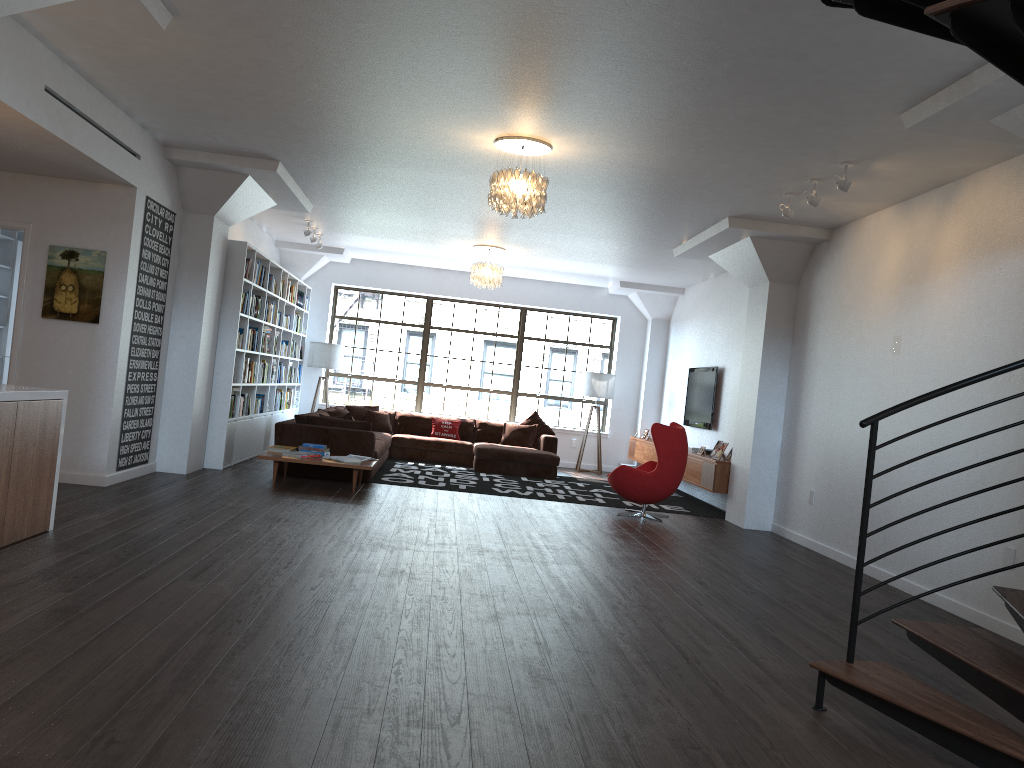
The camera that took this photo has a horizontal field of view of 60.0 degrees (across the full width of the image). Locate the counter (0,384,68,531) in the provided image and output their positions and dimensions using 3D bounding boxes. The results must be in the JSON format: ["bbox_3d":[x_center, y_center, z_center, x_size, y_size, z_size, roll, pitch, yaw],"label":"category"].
[{"bbox_3d":[-2.016,0.519,1.567,3.039,0.860,8.182,6,-1,-34],"label":"counter"}]

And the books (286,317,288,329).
[{"bbox_3d":[-3.190,-0.852,12.331,0.128,0.178,0.021,6,0,-4],"label":"books"}]

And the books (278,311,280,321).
[{"bbox_3d":[-3.148,-0.863,11.730,0.146,0.202,0.027,6,0,-4],"label":"books"}]

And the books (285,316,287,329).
[{"bbox_3d":[-3.192,-0.852,12.279,0.128,0.178,0.022,6,0,-4],"label":"books"}]

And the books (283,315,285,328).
[{"bbox_3d":[-3.167,-0.858,12.048,0.139,0.191,0.036,6,0,-4],"label":"books"}]

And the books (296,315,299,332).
[{"bbox_3d":[-3.236,-0.889,13.044,0.183,0.253,0.034,6,0,-5],"label":"books"}]

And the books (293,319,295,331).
[{"bbox_3d":[-3.214,-0.873,12.767,0.161,0.223,0.026,6,0,-5],"label":"books"}]

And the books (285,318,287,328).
[{"bbox_3d":[-3.176,-0.838,12.243,0.110,0.153,0.019,6,0,-4],"label":"books"}]

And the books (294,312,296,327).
[{"bbox_3d":[-3.222,-0.908,12.806,0.176,0.290,0.053,6,0,-5],"label":"books"}]

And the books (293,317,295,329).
[{"bbox_3d":[-3.213,-0.887,12.742,0.160,0.250,0.026,6,0,-5],"label":"books"}]

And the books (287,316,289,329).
[{"bbox_3d":[-3.199,-0.861,12.406,0.136,0.196,0.045,6,0,-4],"label":"books"}]

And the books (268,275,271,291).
[{"bbox_3d":[-3.031,-1.232,10.821,0.146,0.202,0.027,6,0,-4],"label":"books"}]

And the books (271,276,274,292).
[{"bbox_3d":[-3.059,-1.246,11.035,0.158,0.226,0.052,6,0,-4],"label":"books"}]

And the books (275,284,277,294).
[{"bbox_3d":[-3.067,-1.207,11.330,0.110,0.153,0.019,6,0,-4],"label":"books"}]

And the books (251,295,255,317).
[{"bbox_3d":[-3.033,-0.893,10.088,0.180,0.259,0.042,6,0,-4],"label":"books"}]

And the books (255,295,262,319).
[{"bbox_3d":[-3.067,-0.907,10.466,0.198,0.284,0.049,6,0,-4],"label":"books"}]

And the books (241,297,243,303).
[{"bbox_3d":[-2.967,-0.852,9.433,0.161,0.182,0.170,6,0,-4],"label":"books"}]

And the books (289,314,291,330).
[{"bbox_3d":[-3.212,-0.877,12.535,0.158,0.226,0.052,6,0,-4],"label":"books"}]

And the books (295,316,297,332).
[{"bbox_3d":[-3.226,-0.889,12.883,0.183,0.253,0.034,6,0,-5],"label":"books"}]

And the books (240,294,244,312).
[{"bbox_3d":[-2.976,-0.870,9.510,0.161,0.218,0.101,6,0,-4],"label":"books"}]

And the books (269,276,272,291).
[{"bbox_3d":[-3.042,-1.232,10.902,0.146,0.202,0.027,6,0,-4],"label":"books"}]

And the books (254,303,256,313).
[{"bbox_3d":[-3.040,-0.875,10.204,0.161,0.223,0.033,6,0,-4],"label":"books"}]

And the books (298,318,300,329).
[{"bbox_3d":[-3.254,-0.874,13.194,0.161,0.223,0.027,6,0,-5],"label":"books"}]

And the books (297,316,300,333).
[{"bbox_3d":[-3.249,-0.892,13.126,0.180,0.259,0.060,6,0,-5],"label":"books"}]

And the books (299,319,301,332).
[{"bbox_3d":[-3.259,-0.874,13.298,0.161,0.223,0.026,6,0,-5],"label":"books"}]

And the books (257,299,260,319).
[{"bbox_3d":[-3.043,-0.883,10.353,0.174,0.240,0.054,6,0,-4],"label":"books"}]

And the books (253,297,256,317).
[{"bbox_3d":[-3.035,-0.886,10.167,0.171,0.246,0.039,6,0,-4],"label":"books"}]

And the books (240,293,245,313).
[{"bbox_3d":[-2.974,-0.877,9.540,0.152,0.232,0.104,6,0,-4],"label":"books"}]

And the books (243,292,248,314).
[{"bbox_3d":[-2.983,-0.883,9.655,0.174,0.242,0.105,6,0,-4],"label":"books"}]

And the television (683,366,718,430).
[{"bbox_3d":[2.525,0.181,11.928,0.013,0.816,1.324,6,0,-5],"label":"television"}]

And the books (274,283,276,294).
[{"bbox_3d":[-3.069,-1.221,11.241,0.128,0.178,0.021,6,0,-4],"label":"books"}]

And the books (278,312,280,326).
[{"bbox_3d":[-3.141,-0.858,11.698,0.139,0.191,0.036,6,0,-4],"label":"books"}]

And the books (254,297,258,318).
[{"bbox_3d":[-3.044,-0.890,10.240,0.183,0.253,0.042,6,0,-4],"label":"books"}]

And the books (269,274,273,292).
[{"bbox_3d":[-3.050,-1.248,10.987,0.140,0.231,0.042,6,0,-4],"label":"books"}]

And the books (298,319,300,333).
[{"bbox_3d":[-3.263,-0.890,13.223,0.183,0.253,0.034,6,0,-5],"label":"books"}]

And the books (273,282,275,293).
[{"bbox_3d":[-3.065,-1.230,11.165,0.136,0.196,0.045,6,0,-4],"label":"books"}]

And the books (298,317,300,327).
[{"bbox_3d":[-3.249,-0.888,13.169,0.160,0.250,0.026,6,0,-5],"label":"books"}]

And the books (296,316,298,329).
[{"bbox_3d":[-3.244,-0.883,13.004,0.174,0.240,0.045,6,0,-5],"label":"books"}]

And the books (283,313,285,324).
[{"bbox_3d":[-3.159,-0.863,11.989,0.146,0.202,0.027,6,0,-4],"label":"books"}]

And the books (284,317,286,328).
[{"bbox_3d":[-3.165,-0.845,12.154,0.107,0.167,0.017,6,0,-4],"label":"books"}]

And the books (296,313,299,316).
[{"bbox_3d":[-3.245,-0.908,13.078,0.176,0.290,0.036,6,0,-5],"label":"books"}]

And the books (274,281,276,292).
[{"bbox_3d":[-3.065,-1.220,11.219,0.128,0.178,0.022,6,0,-4],"label":"books"}]

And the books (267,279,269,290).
[{"bbox_3d":[-3.030,-1.227,10.761,0.139,0.191,0.036,6,0,-4],"label":"books"}]

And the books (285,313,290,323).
[{"bbox_3d":[-3.205,-0.879,12.487,0.140,0.231,0.042,6,0,-4],"label":"books"}]

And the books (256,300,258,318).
[{"bbox_3d":[-3.034,-0.874,10.278,0.161,0.223,0.032,6,0,-4],"label":"books"}]

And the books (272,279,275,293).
[{"bbox_3d":[-3.060,-1.227,11.124,0.139,0.191,0.036,6,0,-4],"label":"books"}]

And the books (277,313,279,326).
[{"bbox_3d":[-3.135,-0.848,11.642,0.126,0.173,0.032,6,0,-4],"label":"books"}]

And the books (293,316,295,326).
[{"bbox_3d":[-3.222,-0.905,12.695,0.198,0.284,0.066,6,0,-5],"label":"books"}]

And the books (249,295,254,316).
[{"bbox_3d":[-3.022,-0.890,10.002,0.183,0.253,0.042,6,0,-4],"label":"books"}]

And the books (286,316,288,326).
[{"bbox_3d":[-3.195,-0.855,12.304,0.134,0.184,0.030,6,0,-4],"label":"books"}]

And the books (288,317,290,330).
[{"bbox_3d":[-3.199,-0.858,12.447,0.139,0.191,0.036,6,0,-4],"label":"books"}]

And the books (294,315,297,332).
[{"bbox_3d":[-3.227,-0.889,12.849,0.183,0.253,0.034,6,0,-5],"label":"books"}]

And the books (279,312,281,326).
[{"bbox_3d":[-3.141,-0.862,11.758,0.146,0.202,0.027,6,0,-4],"label":"books"}]

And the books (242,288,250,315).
[{"bbox_3d":[-2.978,-0.905,9.733,0.176,0.290,0.053,6,0,-4],"label":"books"}]

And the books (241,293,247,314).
[{"bbox_3d":[-2.973,-0.878,9.572,0.172,0.235,0.112,6,0,-4],"label":"books"}]

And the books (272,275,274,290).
[{"bbox_3d":[-3.059,-1.248,11.084,0.140,0.231,0.042,6,0,-4],"label":"books"}]

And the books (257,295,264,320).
[{"bbox_3d":[-3.054,-0.908,10.519,0.176,0.291,0.053,6,0,-4],"label":"books"}]
